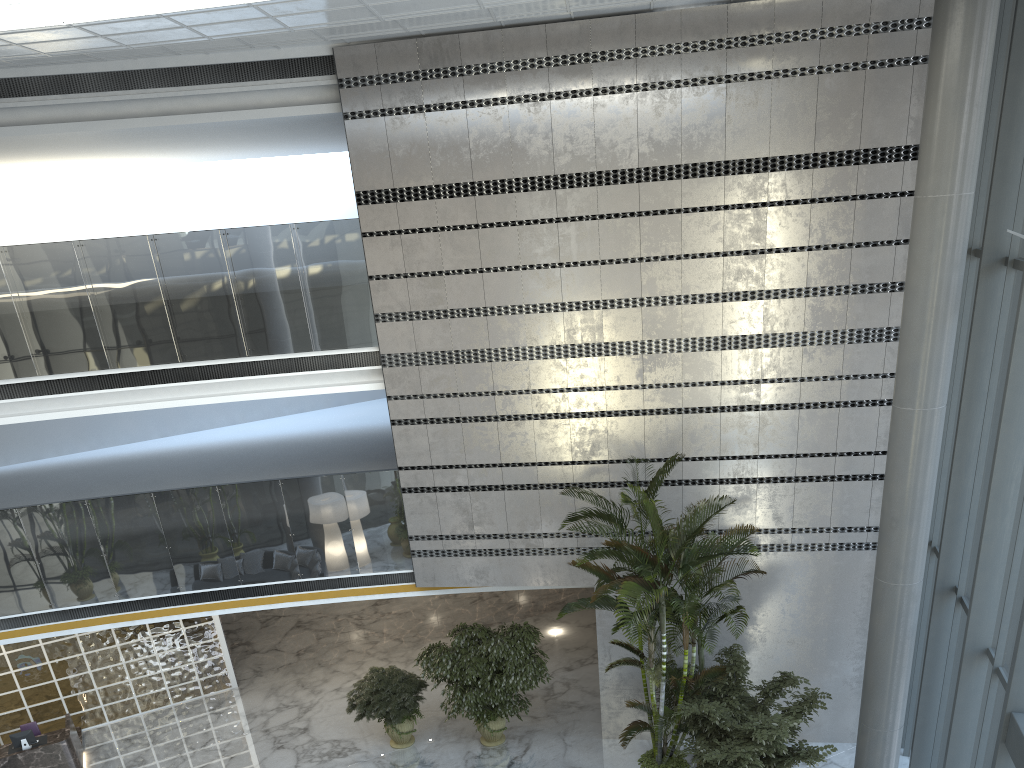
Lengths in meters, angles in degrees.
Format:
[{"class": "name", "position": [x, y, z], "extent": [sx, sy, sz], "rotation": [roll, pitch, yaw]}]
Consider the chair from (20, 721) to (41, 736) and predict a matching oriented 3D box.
[{"class": "chair", "position": [-7.213, 5.438, 12.929], "extent": [0.254, 0.648, 0.313], "rotation": [-15, 23, -23]}]

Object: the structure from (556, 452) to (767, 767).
[{"class": "structure", "position": [1.762, 3.197, 10.405], "extent": [2.396, 5.152, 2.321], "rotation": [2, 23, 18]}]

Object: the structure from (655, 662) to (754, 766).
[{"class": "structure", "position": [2.612, 4.570, 11.792], "extent": [1.105, 1.711, 1.294], "rotation": [-19, 24, -33]}]

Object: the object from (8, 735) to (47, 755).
[{"class": "object", "position": [-7.111, 5.324, 12.587], "extent": [0.507, 0.005, 0.381], "rotation": [-10, 13, -24]}]

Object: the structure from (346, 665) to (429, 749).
[{"class": "structure", "position": [-1.807, 4.817, 12.837], "extent": [1.135, 1.471, 1.120], "rotation": [4, 21, 24]}]

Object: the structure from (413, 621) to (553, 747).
[{"class": "structure", "position": [-0.355, 4.410, 12.512], "extent": [1.908, 2.188, 1.568], "rotation": [12, 25, 40]}]

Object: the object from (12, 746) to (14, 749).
[{"class": "object", "position": [-7.314, 5.331, 12.565], "extent": [0.035, 0.019, 0.059], "rotation": [-11, 14, -24]}]

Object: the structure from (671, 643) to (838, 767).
[{"class": "structure", "position": [2.797, 4.444, 10.306], "extent": [1.858, 2.541, 1.683], "rotation": [-6, 20, -3]}]

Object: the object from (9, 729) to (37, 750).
[{"class": "object", "position": [-7.104, 5.183, 12.463], "extent": [0.289, 0.326, 0.103], "rotation": [-13, 24, -22]}]

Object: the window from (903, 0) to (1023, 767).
[{"class": "window", "position": [-3.436, 1.312, 7.014], "extent": [18.030, 11.166, 12.728], "rotation": [3, 18, 25]}]

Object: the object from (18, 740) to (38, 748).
[{"class": "object", "position": [-7.133, 5.306, 12.640], "extent": [0.262, 0.011, 0.066], "rotation": [-10, 13, -23]}]

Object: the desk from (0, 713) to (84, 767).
[{"class": "desk", "position": [-8.191, 5.691, 12.726], "extent": [3.132, 0.786, 1.458], "rotation": [-10, 15, -23]}]
